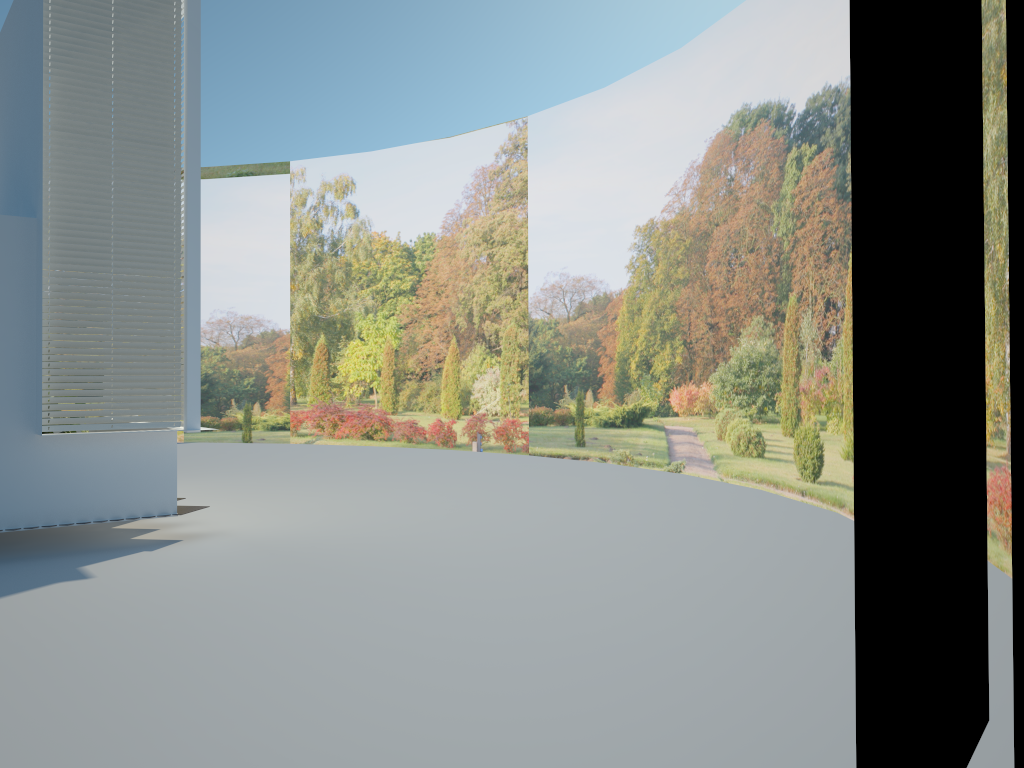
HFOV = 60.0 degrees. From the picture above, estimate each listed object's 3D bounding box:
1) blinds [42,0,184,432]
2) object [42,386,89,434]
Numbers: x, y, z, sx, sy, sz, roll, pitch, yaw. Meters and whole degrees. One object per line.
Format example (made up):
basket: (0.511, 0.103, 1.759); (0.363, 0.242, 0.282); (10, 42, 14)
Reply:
blinds: (-4.022, -1.723, 9.575); (1.219, 4.266, 3.917); (0, 0, -18)
object: (-5.357, 0.620, 10.090); (1.121, 1.199, 1.026); (0, 0, 32)
